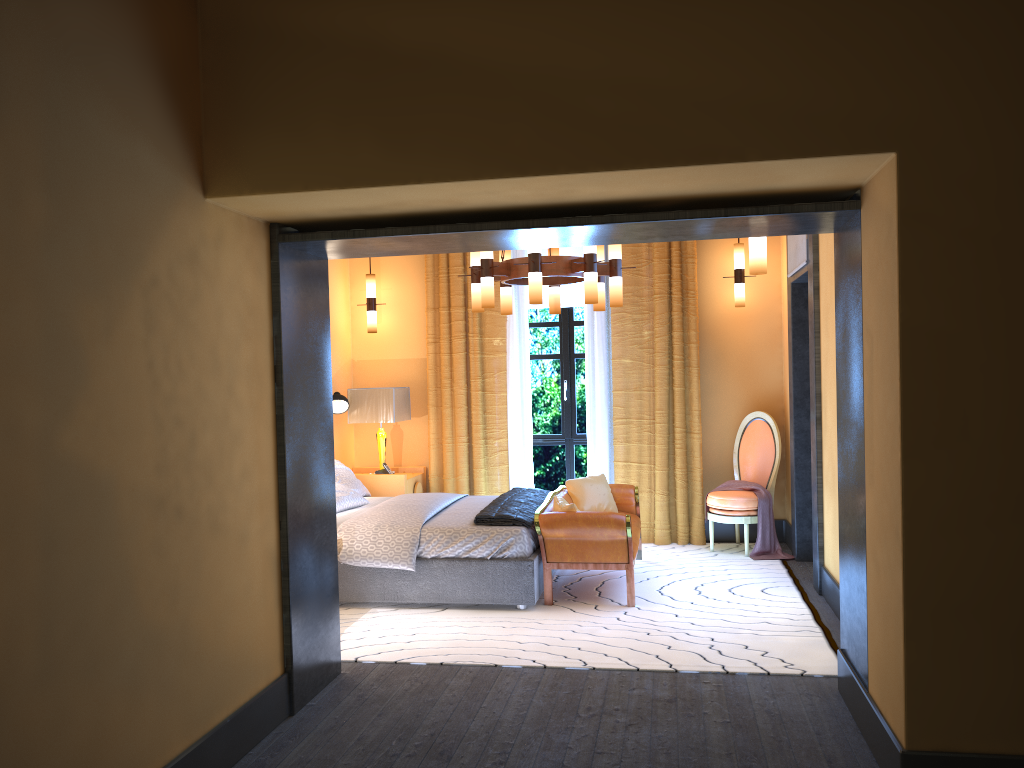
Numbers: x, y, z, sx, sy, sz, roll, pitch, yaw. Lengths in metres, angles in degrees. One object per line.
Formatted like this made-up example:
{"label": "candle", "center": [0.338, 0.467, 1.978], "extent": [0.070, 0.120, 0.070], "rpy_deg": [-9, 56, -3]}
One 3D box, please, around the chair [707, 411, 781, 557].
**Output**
{"label": "chair", "center": [1.904, 0.810, 7.336], "extent": [0.500, 1.147, 0.632], "rpy_deg": [0, 2, 43]}

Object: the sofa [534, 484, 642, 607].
{"label": "sofa", "center": [0.601, 1.106, 6.419], "extent": [0.650, 0.640, 1.614], "rpy_deg": [-1, 1, 10]}

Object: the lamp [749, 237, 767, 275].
{"label": "lamp", "center": [1.249, -0.827, 4.515], "extent": [0.199, 0.532, 0.199], "rpy_deg": [-3, 2, -35]}

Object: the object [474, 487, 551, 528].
{"label": "object", "center": [0.049, 0.877, 6.427], "extent": [0.405, 0.105, 1.460], "rpy_deg": [-1, 0, 10]}

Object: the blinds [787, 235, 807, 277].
{"label": "blinds", "center": [2.055, -1.608, 6.413], "extent": [0.042, 1.577, 0.894], "rpy_deg": [-1, 1, 10]}

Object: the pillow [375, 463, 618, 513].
{"label": "pillow", "center": [0.029, 0.860, 7.054], "extent": [1.146, 0.407, 2.628], "rpy_deg": [-2, 1, -38]}

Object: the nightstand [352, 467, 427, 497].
{"label": "nightstand", "center": [-1.172, 1.121, 7.946], "extent": [0.720, 0.690, 0.680], "rpy_deg": [-1, 1, 10]}

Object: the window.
{"label": "window", "center": [0.515, -0.082, 8.212], "extent": [1.200, 3.002, 0.130], "rpy_deg": [-1, 2, 10]}

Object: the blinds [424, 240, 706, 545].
{"label": "blinds", "center": [0.414, -0.643, 7.802], "extent": [2.451, 4.148, 0.134], "rpy_deg": [-1, 2, 10]}

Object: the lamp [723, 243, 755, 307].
{"label": "lamp", "center": [1.923, -0.918, 7.494], "extent": [0.199, 0.532, 0.199], "rpy_deg": [-3, 2, -35]}

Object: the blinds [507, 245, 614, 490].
{"label": "blinds", "center": [0.391, -0.621, 7.891], "extent": [2.050, 4.078, 0.236], "rpy_deg": [-1, 2, 8]}

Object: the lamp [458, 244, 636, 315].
{"label": "lamp", "center": [0.206, -1.596, 6.058], "extent": [1.141, 2.169, 1.140], "rpy_deg": [-1, 2, 33]}

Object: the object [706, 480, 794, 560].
{"label": "object", "center": [1.938, 1.087, 7.235], "extent": [0.428, 0.572, 0.803], "rpy_deg": [-2, 1, -32]}

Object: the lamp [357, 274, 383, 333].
{"label": "lamp", "center": [-1.279, -0.731, 8.068], "extent": [0.199, 0.532, 0.199], "rpy_deg": [-3, 2, -35]}

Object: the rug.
{"label": "rug", "center": [0.150, 1.438, 6.257], "extent": [3.702, 0.016, 3.385], "rpy_deg": [-1, 0, 10]}

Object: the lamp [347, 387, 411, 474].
{"label": "lamp", "center": [-1.158, 0.435, 7.827], "extent": [0.424, 0.803, 0.505], "rpy_deg": [-1, 1, 10]}

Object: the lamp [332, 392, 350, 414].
{"label": "lamp", "center": [-1.329, 0.170, 7.610], "extent": [0.568, 0.218, 0.231], "rpy_deg": [-2, 1, -32]}

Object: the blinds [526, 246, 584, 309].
{"label": "blinds", "center": [0.484, -1.145, 8.172], "extent": [1.200, 0.874, 0.013], "rpy_deg": [-1, 2, 10]}

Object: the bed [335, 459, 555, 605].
{"label": "bed", "center": [-0.743, 1.002, 6.577], "extent": [2.107, 0.825, 1.887], "rpy_deg": [-1, 1, 10]}
